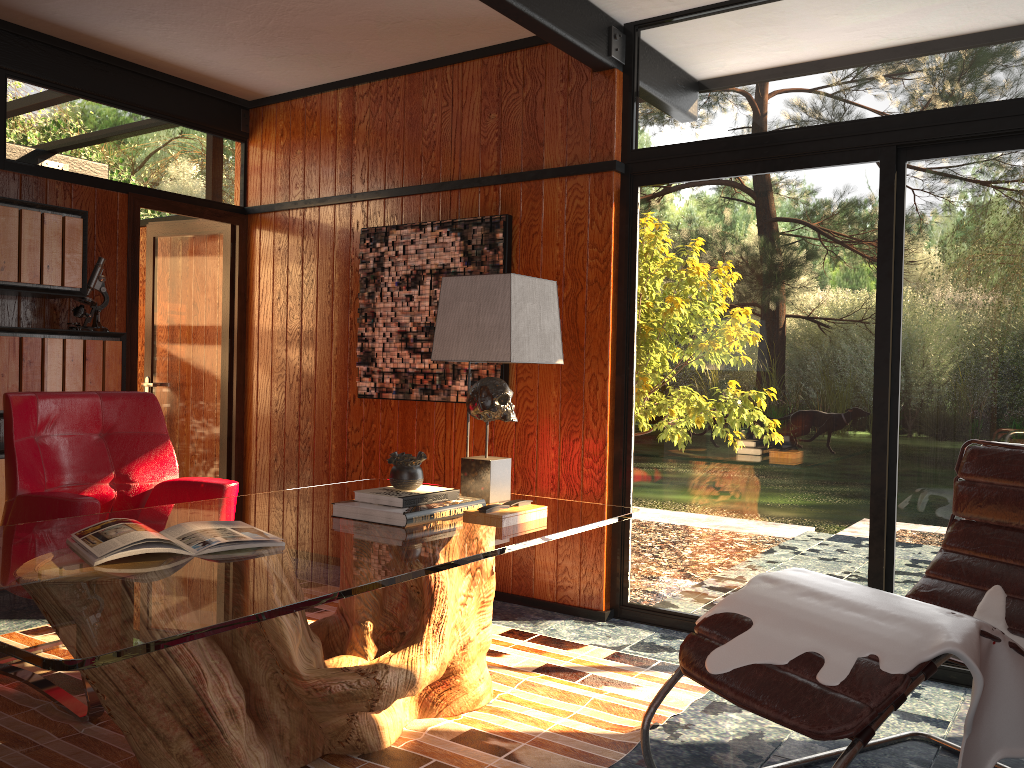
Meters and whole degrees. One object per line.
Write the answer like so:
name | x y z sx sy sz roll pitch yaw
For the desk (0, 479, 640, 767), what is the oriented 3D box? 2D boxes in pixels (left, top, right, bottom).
desk | -0.586 0.698 2.368 1.150 0.632 1.900 2 1 34

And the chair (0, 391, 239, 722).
chair | -1.384 0.512 3.045 0.839 0.956 0.621 2 1 34

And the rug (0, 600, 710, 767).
rug | -0.899 0.993 2.809 2.410 0.042 2.439 2 1 34

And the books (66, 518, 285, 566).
books | -0.800 0.357 2.111 0.422 0.049 0.300 1 1 -37

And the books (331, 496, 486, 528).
books | -0.299 0.366 2.621 0.286 0.040 0.366 2 1 34

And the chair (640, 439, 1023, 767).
chair | 1.017 0.613 2.241 1.298 0.886 0.593 1 1 -28

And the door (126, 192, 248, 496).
door | -2.057 -0.005 5.024 0.734 1.955 0.751 2 1 34

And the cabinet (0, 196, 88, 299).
cabinet | -2.503 -0.592 3.412 0.321 0.390 1.653 2 1 34

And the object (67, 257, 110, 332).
object | -1.971 -0.421 4.134 0.181 0.354 0.142 1 1 -20

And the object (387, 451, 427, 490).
object | -0.315 0.259 2.648 0.118 0.114 0.121 2 1 28

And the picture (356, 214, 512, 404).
picture | -0.403 -0.351 4.305 0.916 0.873 0.061 2 1 34

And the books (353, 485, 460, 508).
books | -0.311 0.330 2.633 0.198 0.029 0.249 2 1 36

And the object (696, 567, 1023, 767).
object | 0.909 0.747 2.157 0.897 0.489 0.713 1 1 2

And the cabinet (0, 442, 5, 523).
cabinet | -2.527 0.463 3.427 0.321 0.390 1.653 2 1 34

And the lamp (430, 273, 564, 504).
lamp | -0.047 0.020 2.922 0.316 0.732 0.316 2 1 34

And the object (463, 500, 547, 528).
object | -0.017 0.368 2.562 0.135 0.049 0.238 2 1 34

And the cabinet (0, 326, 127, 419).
cabinet | -2.404 -0.051 3.584 0.321 0.390 1.653 2 1 34

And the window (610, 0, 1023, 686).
window | 1.408 -0.239 3.260 2.260 2.580 0.085 2 1 34
